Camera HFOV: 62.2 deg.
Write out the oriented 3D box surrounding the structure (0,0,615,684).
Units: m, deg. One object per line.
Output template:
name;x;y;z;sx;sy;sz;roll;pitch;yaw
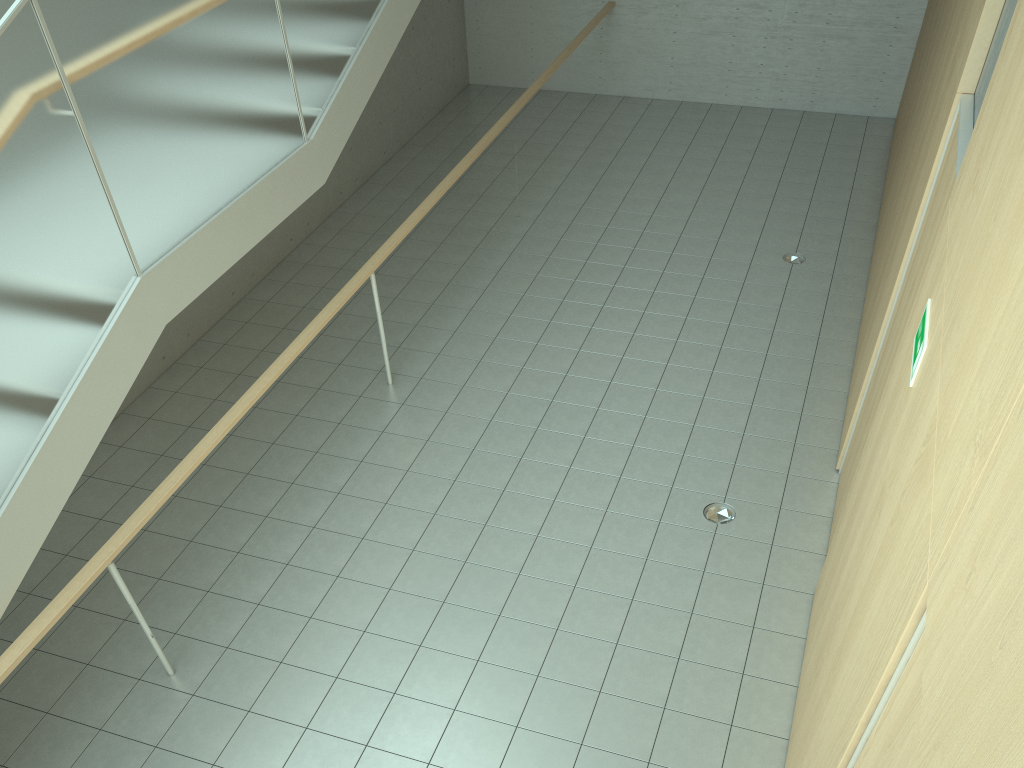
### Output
structure;-1.919;-1.531;4.543;1.852;4.957;10.982;14;44;18
